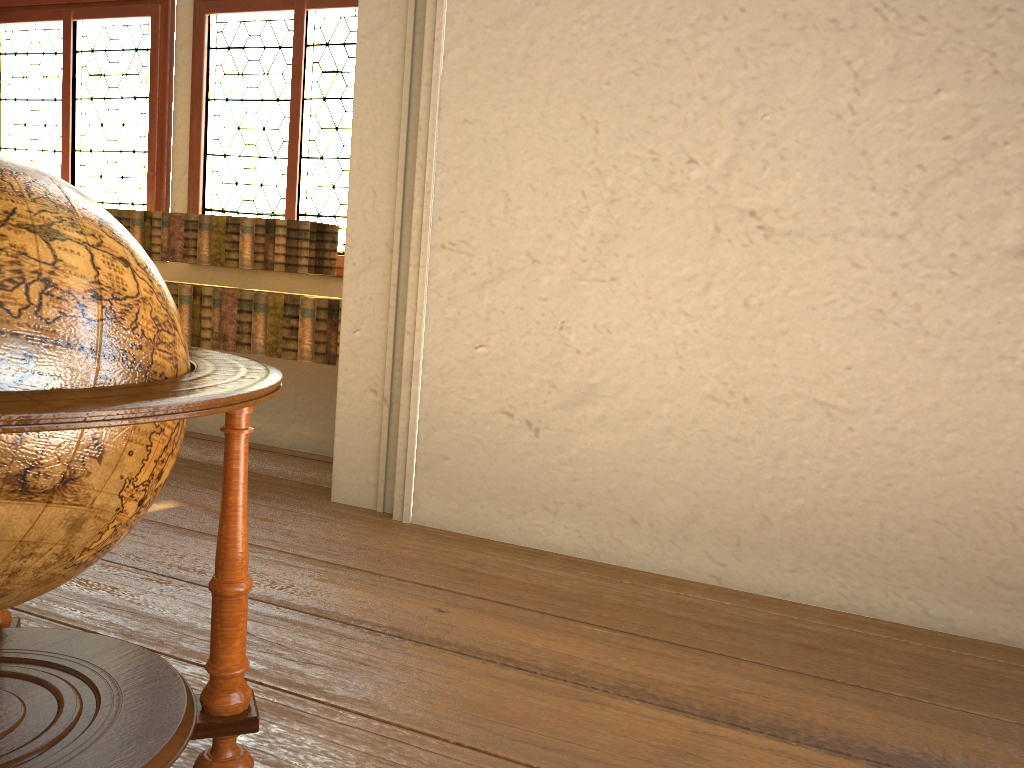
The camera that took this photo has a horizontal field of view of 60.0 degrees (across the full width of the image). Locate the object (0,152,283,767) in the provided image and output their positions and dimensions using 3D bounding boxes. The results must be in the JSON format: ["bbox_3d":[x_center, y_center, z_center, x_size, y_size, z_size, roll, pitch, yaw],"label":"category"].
[{"bbox_3d":[-1.121,0.208,1.739,1.279,1.452,1.276,0,9,-30],"label":"object"}]
